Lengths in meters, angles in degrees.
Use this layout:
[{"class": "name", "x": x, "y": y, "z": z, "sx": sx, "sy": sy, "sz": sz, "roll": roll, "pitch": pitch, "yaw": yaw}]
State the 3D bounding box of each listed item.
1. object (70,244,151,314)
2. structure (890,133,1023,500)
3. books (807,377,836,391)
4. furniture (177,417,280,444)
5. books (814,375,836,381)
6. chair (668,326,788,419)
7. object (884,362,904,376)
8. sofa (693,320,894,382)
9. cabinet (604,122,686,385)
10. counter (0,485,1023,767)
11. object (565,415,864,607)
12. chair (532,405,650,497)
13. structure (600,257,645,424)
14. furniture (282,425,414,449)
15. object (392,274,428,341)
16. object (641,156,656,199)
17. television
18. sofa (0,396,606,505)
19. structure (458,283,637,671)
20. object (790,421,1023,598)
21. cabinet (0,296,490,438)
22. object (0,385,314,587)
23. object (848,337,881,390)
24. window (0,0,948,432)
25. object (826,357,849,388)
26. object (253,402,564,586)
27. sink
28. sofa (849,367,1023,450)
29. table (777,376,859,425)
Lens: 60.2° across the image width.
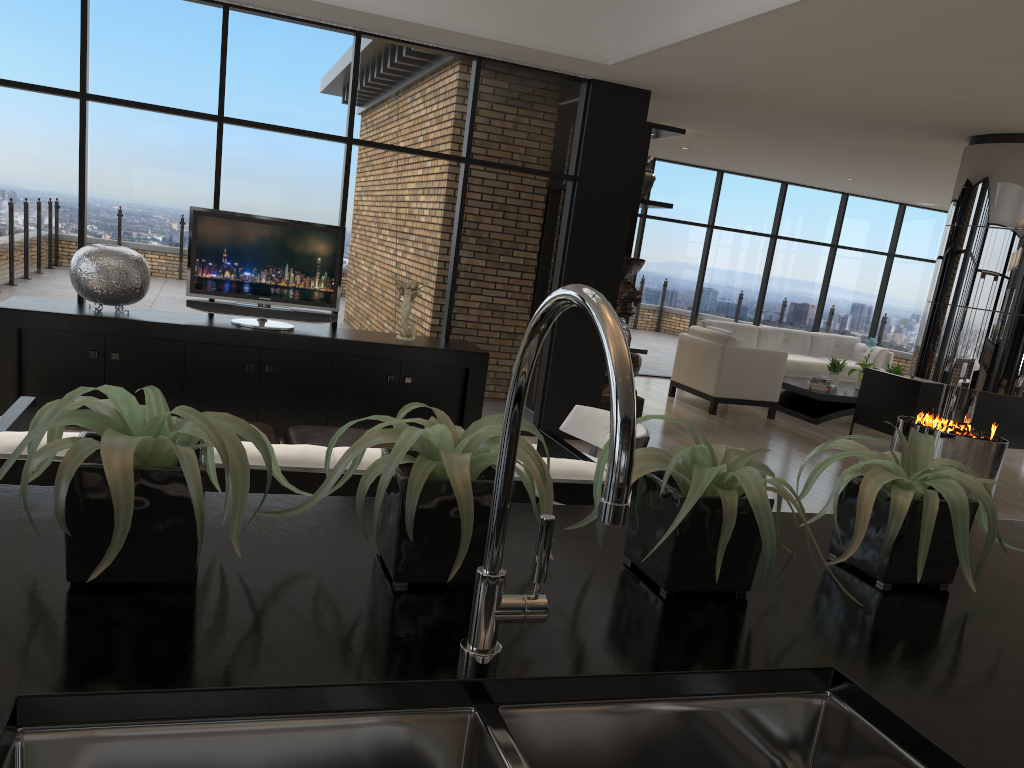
[{"class": "object", "x": -2.531, "y": -0.665, "z": 5.569, "sx": 0.463, "sy": 0.416, "sz": 0.455, "roll": -1, "pitch": 14, "yaw": -37}, {"class": "structure", "x": 3.646, "y": -0.464, "z": 6.895, "sx": 0.586, "sy": 2.799, "sz": 0.873, "roll": -1, "pitch": 16, "yaw": -31}, {"class": "books", "x": 3.518, "y": 0.001, "z": 10.031, "sx": 0.306, "sy": 0.129, "sz": 0.221, "roll": 11, "pitch": 11, "yaw": 19}, {"class": "furniture", "x": -1.502, "y": 0.447, "z": 4.118, "sx": 0.829, "sy": 0.493, "sz": 0.810, "roll": 4, "pitch": 11, "yaw": -19}, {"class": "books", "x": 3.542, "y": -0.071, "z": 10.003, "sx": 0.155, "sy": 0.027, "sz": 0.181, "roll": 3, "pitch": 11, "yaw": -28}, {"class": "chair", "x": 2.437, "y": -0.153, "z": 9.960, "sx": 0.856, "sy": 0.873, "sz": 0.980, "roll": 4, "pitch": 12, "yaw": -19}, {"class": "object", "x": 4.614, "y": -0.079, "z": 10.688, "sx": 0.214, "sy": 0.377, "sz": 0.279, "roll": -3, "pitch": 17, "yaw": -40}, {"class": "sofa", "x": 3.719, "y": -0.286, "z": 11.864, "sx": 2.700, "sy": 0.873, "sz": 0.836, "roll": 5, "pitch": 12, "yaw": -19}, {"class": "cabinet", "x": 0.529, "y": -1.356, "z": 9.692, "sx": 1.188, "sy": 2.797, "sz": 2.604, "roll": 3, "pitch": 13, "yaw": -18}, {"class": "counter", "x": -0.075, "y": 0.318, "z": 0.949, "sx": 3.120, "sy": 0.032, "sz": 1.155, "roll": 5, "pitch": 10, "yaw": -19}, {"class": "object", "x": 0.287, "y": 0.166, "z": 1.323, "sx": 0.397, "sy": 0.244, "sz": 0.399, "roll": 9, "pitch": 11, "yaw": 5}, {"class": "chair", "x": 0.313, "y": 0.505, "z": 4.704, "sx": 0.685, "sy": 0.689, "sz": 0.788, "roll": 4, "pitch": 12, "yaw": -19}, {"class": "structure", "x": 0.907, "y": -0.433, "z": 8.033, "sx": 0.518, "sy": 1.627, "sz": 0.715, "roll": 3, "pitch": 14, "yaw": -19}, {"class": "furniture", "x": -0.699, "y": 0.512, "z": 4.400, "sx": 0.829, "sy": 0.493, "sz": 0.810, "roll": 4, "pitch": 11, "yaw": -19}, {"class": "object", "x": -0.720, "y": -0.530, "z": 6.139, "sx": 0.257, "sy": 0.469, "sz": 0.103, "roll": 3, "pitch": 14, "yaw": -18}, {"class": "object", "x": 1.306, "y": -2.088, "z": 8.733, "sx": 0.242, "sy": 0.555, "sz": 0.242, "roll": 14, "pitch": 15, "yaw": 24}, {"class": "television", "x": -1.618, "y": -0.739, "z": 5.835, "sx": 0.933, "sy": 0.726, "sz": 0.400, "roll": 8, "pitch": 13, "yaw": -1}, {"class": "sofa", "x": -0.720, "y": 0.537, "z": 3.214, "sx": 2.035, "sy": 0.820, "sz": 0.820, "roll": 4, "pitch": 12, "yaw": -19}, {"class": "structure", "x": 0.006, "y": 0.446, "z": 0.699, "sx": 2.781, "sy": 1.040, "sz": 0.641, "roll": 4, "pitch": 13, "yaw": -20}, {"class": "object", "x": 0.681, "y": 0.203, "z": 1.435, "sx": 0.406, "sy": 0.244, "sz": 0.390, "roll": 9, "pitch": 11, "yaw": 5}, {"class": "cabinet", "x": -1.730, "y": -0.027, "z": 6.000, "sx": 3.044, "sy": 0.756, "sz": 0.607, "roll": 5, "pitch": 13, "yaw": -19}, {"class": "object", "x": -0.484, "y": 0.099, "z": 1.075, "sx": 0.406, "sy": 0.244, "sz": 0.390, "roll": 9, "pitch": 11, "yaw": 5}, {"class": "object", "x": 4.241, "y": -0.238, "z": 10.499, "sx": 0.356, "sy": 0.644, "sz": 0.362, "roll": 8, "pitch": 13, "yaw": 0}, {"class": "window", "x": 2.031, "y": -1.593, "z": 5.868, "sx": 15.891, "sy": 4.885, "sz": 9.931, "roll": 2, "pitch": 12, "yaw": -32}, {"class": "object", "x": 3.813, "y": -0.147, "z": 10.421, "sx": 0.281, "sy": 0.377, "sz": 0.213, "roll": 16, "pitch": 15, "yaw": 33}, {"class": "object", "x": -0.131, "y": 0.139, "z": 1.204, "sx": 0.406, "sy": 0.221, "sz": 0.390, "roll": 9, "pitch": 10, "yaw": 5}, {"class": "sink", "x": 0.026, "y": 0.461, "z": 0.769, "sx": 0.924, "sy": 0.163, "sz": 0.451, "roll": 5, "pitch": 10, "yaw": -19}, {"class": "sofa", "x": 4.637, "y": 0.322, "z": 9.094, "sx": 2.035, "sy": 0.820, "sz": 0.820, "roll": 4, "pitch": 12, "yaw": -19}, {"class": "table", "x": 4.103, "y": 0.236, "z": 10.601, "sx": 2.035, "sy": 0.359, "sz": 1.238, "roll": 5, "pitch": 10, "yaw": -19}]
